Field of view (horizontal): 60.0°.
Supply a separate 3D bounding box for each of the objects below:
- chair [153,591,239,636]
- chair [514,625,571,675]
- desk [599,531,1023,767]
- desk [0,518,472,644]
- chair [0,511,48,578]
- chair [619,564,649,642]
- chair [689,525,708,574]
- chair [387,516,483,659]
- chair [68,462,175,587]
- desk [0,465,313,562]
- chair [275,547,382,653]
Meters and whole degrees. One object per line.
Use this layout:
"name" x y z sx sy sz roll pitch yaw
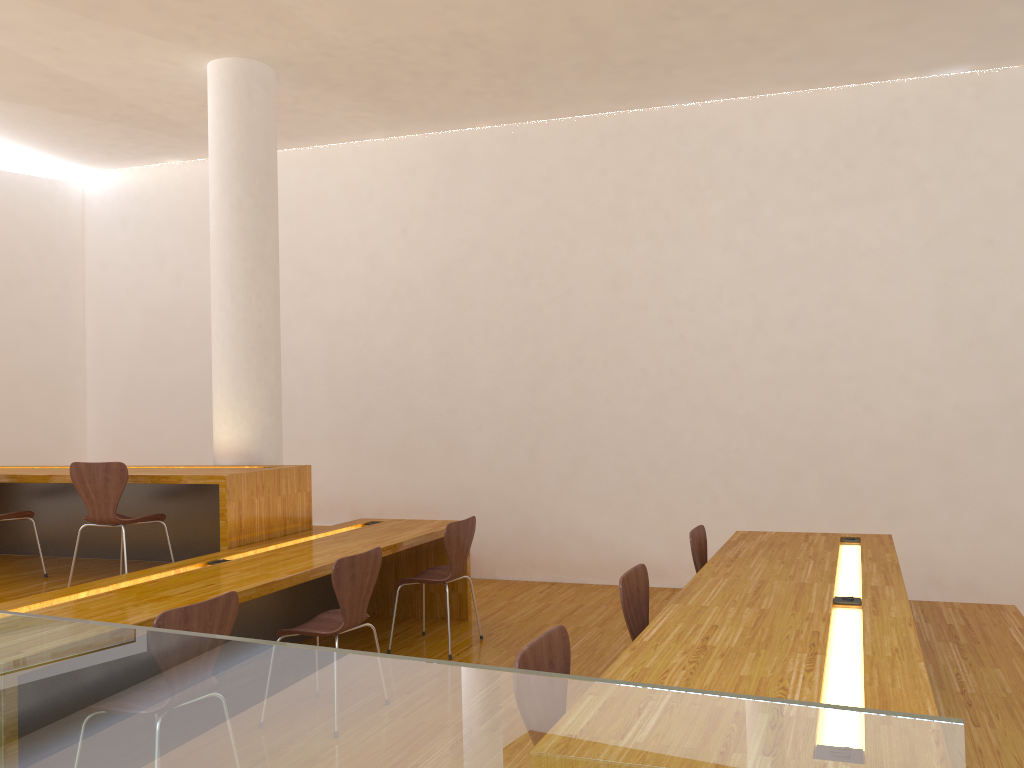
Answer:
"chair" -1.142 1.040 2.873 0.381 0.693 0.428 -2 -2 21
"chair" 0.241 0.982 2.159 0.381 0.693 0.428 -2 -2 21
"desk" 1.217 1.185 2.961 1.285 0.918 3.236 -2 -2 21
"desk" -1.185 1.127 4.102 0.760 0.606 3.185 -2 -2 21
"chair" -2.981 0.786 5.088 0.428 0.693 0.381 -2 -2 21
"chair" 0.593 1.000 3.064 0.381 0.693 0.428 -2 -2 21
"chair" 1.035 1.020 4.092 0.381 0.693 0.428 -2 -2 21
"chair" -0.420 1.081 4.834 0.381 0.693 0.428 -2 -2 21
"chair" -2.076 0.752 4.736 0.428 0.693 0.381 -2 -2 21
"desk" -2.803 0.832 5.474 3.185 0.606 0.760 -2 -2 21
"chair" -0.790 1.058 3.778 0.381 0.693 0.428 -2 -2 21
